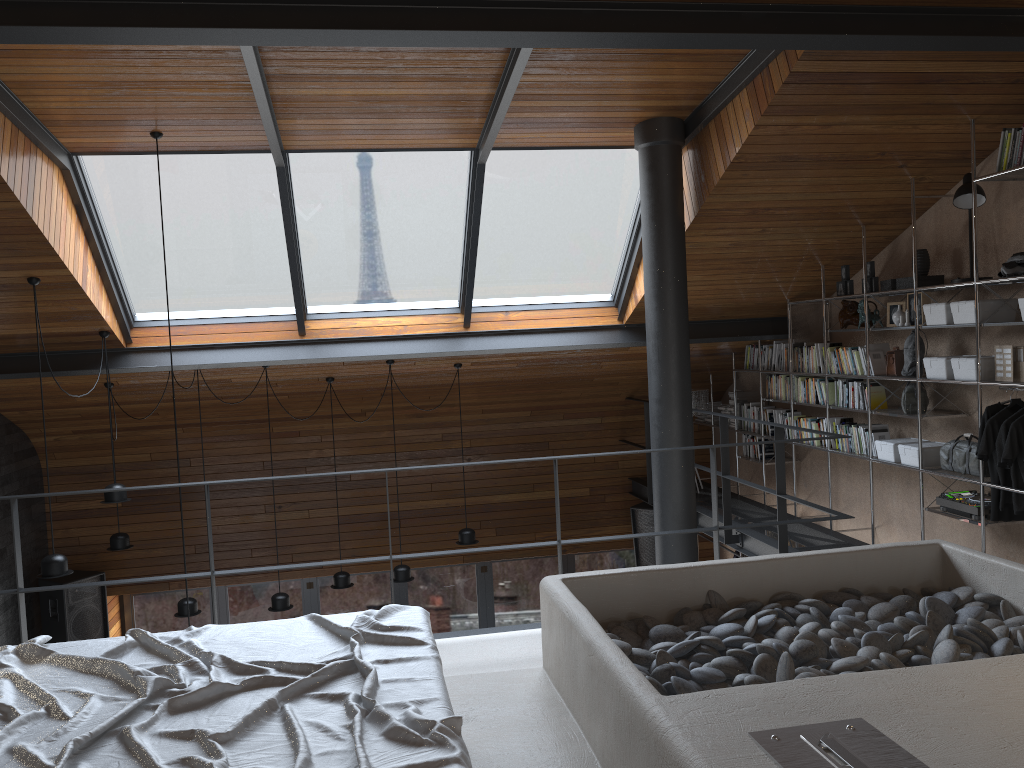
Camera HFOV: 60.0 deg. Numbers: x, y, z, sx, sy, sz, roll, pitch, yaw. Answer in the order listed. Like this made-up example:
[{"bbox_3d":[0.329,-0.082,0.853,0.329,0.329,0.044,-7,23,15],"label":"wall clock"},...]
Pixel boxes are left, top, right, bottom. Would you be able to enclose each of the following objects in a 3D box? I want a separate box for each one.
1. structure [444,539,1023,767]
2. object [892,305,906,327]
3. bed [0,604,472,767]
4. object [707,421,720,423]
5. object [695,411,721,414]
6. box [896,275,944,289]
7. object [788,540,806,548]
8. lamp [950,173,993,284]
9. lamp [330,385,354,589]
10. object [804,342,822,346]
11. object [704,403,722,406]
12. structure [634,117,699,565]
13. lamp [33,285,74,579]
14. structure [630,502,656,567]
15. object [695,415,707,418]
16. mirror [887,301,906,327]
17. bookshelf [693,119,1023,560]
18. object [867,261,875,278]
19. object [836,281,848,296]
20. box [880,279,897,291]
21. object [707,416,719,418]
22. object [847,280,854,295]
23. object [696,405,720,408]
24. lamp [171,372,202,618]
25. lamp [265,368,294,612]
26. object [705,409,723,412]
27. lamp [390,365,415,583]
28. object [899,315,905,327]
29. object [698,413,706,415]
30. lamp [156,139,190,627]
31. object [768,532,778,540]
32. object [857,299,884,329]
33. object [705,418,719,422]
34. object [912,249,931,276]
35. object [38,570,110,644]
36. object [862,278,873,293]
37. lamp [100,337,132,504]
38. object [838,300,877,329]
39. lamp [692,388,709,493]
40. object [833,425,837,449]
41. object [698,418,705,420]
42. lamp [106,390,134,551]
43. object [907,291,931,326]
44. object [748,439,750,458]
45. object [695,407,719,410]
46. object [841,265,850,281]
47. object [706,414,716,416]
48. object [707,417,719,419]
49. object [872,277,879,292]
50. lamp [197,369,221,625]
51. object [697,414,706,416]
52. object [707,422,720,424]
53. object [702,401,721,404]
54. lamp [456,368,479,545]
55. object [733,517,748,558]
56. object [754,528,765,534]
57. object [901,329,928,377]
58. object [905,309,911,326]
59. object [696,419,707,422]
[{"bbox_3d":[-0.079,0.894,2.338,4.614,1.120,2.634,-3,3,-10],"label":"structure"},{"bbox_3d":[2.620,-0.461,5.993,0.091,0.146,0.091,-2,3,24],"label":"object"},{"bbox_3d":[-1.104,1.061,2.167,2.011,0.484,1.826,-3,3,-10],"label":"bed"},{"bbox_3d":[2.160,0.385,9.213,0.226,0.012,0.159,-3,3,-10],"label":"object"},{"bbox_3d":[2.098,0.295,9.442,0.246,0.016,0.182,-3,3,-10],"label":"object"},{"bbox_3d":[2.684,-0.666,5.833,0.208,0.079,0.207,-3,3,-13],"label":"box"},{"bbox_3d":[2.537,1.440,7.795,0.215,0.458,0.328,-3,3,-5],"label":"object"},{"bbox_3d":[2.759,-0.938,5.353,0.233,0.660,0.322,0,4,44],"label":"lamp"},{"bbox_3d":[-1.572,0.811,7.907,0.210,2.002,0.210,-1,3,28],"label":"lamp"},{"bbox_3d":[2.456,-0.220,7.226,0.146,0.240,0.023,-3,3,-10],"label":"object"},{"bbox_3d":[2.091,0.214,9.456,0.246,0.016,0.182,-3,3,-10],"label":"object"},{"bbox_3d":[1.142,1.122,5.681,1.197,5.700,1.689,-3,3,-10],"label":"structure"},{"bbox_3d":[-2.965,0.292,5.625,0.210,1.854,0.210,-1,3,28],"label":"lamp"},{"bbox_3d":[1.595,1.610,9.448,0.461,0.735,0.488,-1,3,40],"label":"structure"},{"bbox_3d":[2.099,0.339,9.461,0.243,0.012,0.159,-3,3,-10],"label":"object"},{"bbox_3d":[2.661,-0.480,6.114,0.069,0.168,0.130,-5,3,-40],"label":"mirror"},{"bbox_3d":[3.065,0.829,4.339,0.421,6.219,10.739,-3,3,-10],"label":"bookshelf"},{"bbox_3d":[2.576,-0.822,6.369,0.029,0.114,0.084,-3,3,2],"label":"object"},{"bbox_3d":[2.479,-0.713,6.657,0.029,0.117,0.086,-4,3,-24],"label":"object"},{"bbox_3d":[2.654,-0.675,6.049,0.208,0.079,0.207,-3,3,4],"label":"box"},{"bbox_3d":[2.164,0.334,9.187,0.228,0.016,0.182,-3,3,-10],"label":"object"},{"bbox_3d":[2.505,-0.709,6.563,0.029,0.117,0.086,-2,3,10],"label":"object"},{"bbox_3d":[2.099,0.232,9.458,0.233,0.021,0.174,-3,3,-10],"label":"object"},{"bbox_3d":[-2.673,0.843,7.132,0.210,2.036,0.210,-1,3,28],"label":"lamp"},{"bbox_3d":[-1.996,0.871,7.417,0.210,2.034,0.210,-1,3,28],"label":"lamp"},{"bbox_3d":[2.097,0.280,9.442,0.246,0.016,0.182,-3,3,-10],"label":"object"},{"bbox_3d":[-1.001,0.748,7.673,0.210,1.911,0.210,-1,3,28],"label":"lamp"},{"bbox_3d":[2.583,-0.419,5.879,0.037,0.077,0.037,-4,3,-24],"label":"object"},{"bbox_3d":[2.109,0.311,9.459,0.224,0.017,0.167,-3,3,-10],"label":"object"},{"bbox_3d":[-2.055,0.117,5.399,0.210,3.208,0.210,-2,3,13],"label":"lamp"},{"bbox_3d":[2.422,1.432,8.231,0.207,0.442,0.328,-4,3,-17],"label":"object"},{"bbox_3d":[2.570,-0.509,6.363,0.197,0.220,0.102,-4,3,-25],"label":"object"},{"bbox_3d":[2.158,0.366,9.202,0.262,0.025,0.176,-3,3,-10],"label":"object"},{"bbox_3d":[2.686,-0.794,5.823,0.115,0.177,0.115,-2,3,15],"label":"object"},{"bbox_3d":[-4.144,2.967,8.361,0.686,2.298,0.639,-1,3,28],"label":"object"},{"bbox_3d":[2.576,-0.709,6.422,0.029,0.117,0.086,-4,3,-19],"label":"object"},{"bbox_3d":[-2.931,0.256,6.470,0.210,1.206,0.210,-1,3,28],"label":"lamp"},{"bbox_3d":[2.560,-0.520,6.566,0.278,0.222,0.138,-1,3,36],"label":"object"},{"bbox_3d":[1.716,0.559,8.753,0.475,1.002,0.475,-2,3,14],"label":"lamp"},{"bbox_3d":[2.541,0.404,6.813,0.131,0.180,0.042,-3,3,-10],"label":"object"},{"bbox_3d":[2.115,0.363,9.464,0.216,0.013,0.161,-3,3,-10],"label":"object"},{"bbox_3d":[-3.333,0.697,7.439,0.210,1.369,0.210,-1,3,28],"label":"lamp"},{"bbox_3d":[2.662,-0.489,5.799,0.062,0.219,0.157,-3,3,-10],"label":"object"},{"bbox_3d":[2.274,0.601,8.320,0.111,0.174,0.011,-3,3,-10],"label":"object"},{"bbox_3d":[2.092,0.257,9.441,0.252,0.028,0.180,-3,3,-10],"label":"object"},{"bbox_3d":[2.483,-0.826,6.604,0.029,0.114,0.084,-3,3,-3],"label":"object"},{"bbox_3d":[2.136,0.320,9.206,0.203,0.013,0.161,-3,3,-10],"label":"object"},{"bbox_3d":[2.145,0.348,9.199,0.201,0.013,0.161,-3,3,-10],"label":"object"},{"bbox_3d":[2.594,-0.705,6.326,0.029,0.117,0.086,-2,3,15],"label":"object"},{"bbox_3d":[-2.422,0.908,7.015,0.210,2.273,0.210,-1,3,28],"label":"lamp"},{"bbox_3d":[2.112,0.325,9.469,0.216,0.012,0.161,-3,3,-10],"label":"object"},{"bbox_3d":[2.146,0.399,9.208,0.201,0.012,0.161,-3,3,-10],"label":"object"},{"bbox_3d":[2.088,0.198,9.466,0.246,0.016,0.182,-3,3,-10],"label":"object"},{"bbox_3d":[-0.440,0.642,7.926,0.210,1.565,0.210,-1,3,28],"label":"lamp"},{"bbox_3d":[2.292,1.754,8.973,0.244,0.879,0.244,-2,3,19],"label":"object"},{"bbox_3d":[2.360,1.785,8.714,0.305,0.840,0.237,-3,3,-8],"label":"object"},{"bbox_3d":[2.667,-0.195,5.889,0.157,0.339,0.229,-2,3,17],"label":"object"},{"bbox_3d":[2.601,-0.436,5.831,0.037,0.114,0.037,-4,3,-24],"label":"object"},{"bbox_3d":[2.102,0.382,9.462,0.234,0.025,0.176,-3,3,-10],"label":"object"}]
